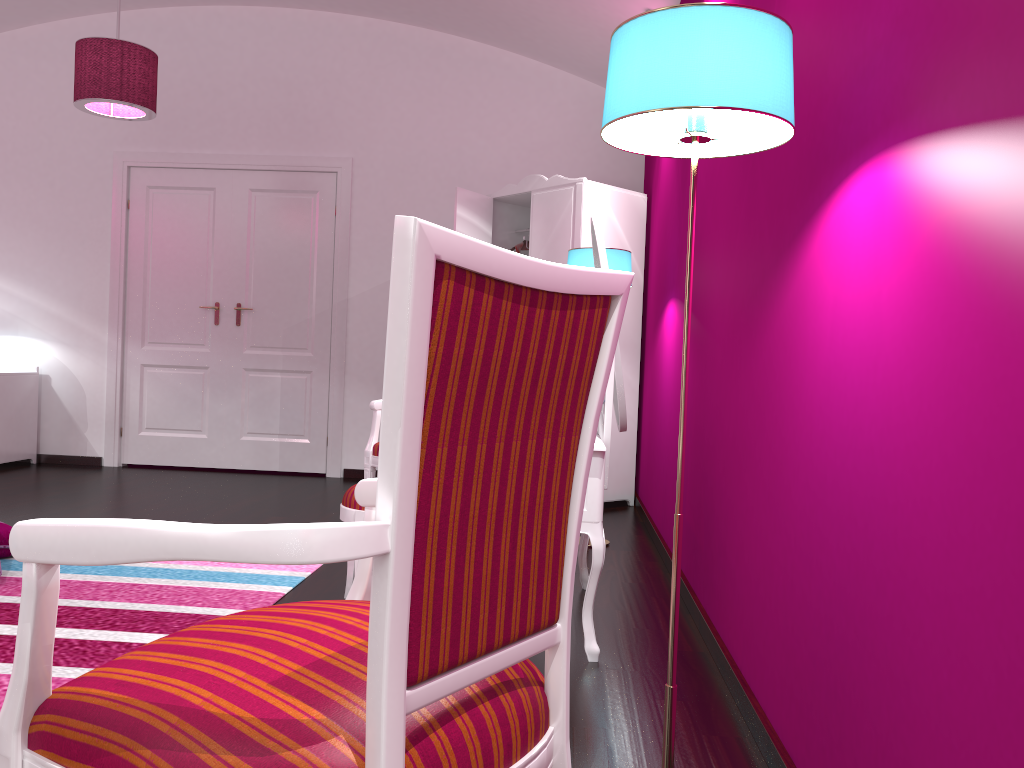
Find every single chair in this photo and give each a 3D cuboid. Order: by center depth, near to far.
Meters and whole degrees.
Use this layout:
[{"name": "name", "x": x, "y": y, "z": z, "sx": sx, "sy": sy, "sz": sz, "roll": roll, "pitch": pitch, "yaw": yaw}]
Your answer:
[{"name": "chair", "x": -0.191, "y": 0.307, "z": 0.998, "sx": 0.511, "sy": 0.901, "sz": 0.528, "roll": 3, "pitch": 1, "yaw": 33}, {"name": "chair", "x": -0.382, "y": 0.518, "z": 2.836, "sx": 0.337, "sy": 0.390, "sz": 0.337, "roll": 2, "pitch": 1, "yaw": 0}, {"name": "chair", "x": -0.289, "y": 0.247, "z": 3.855, "sx": 0.528, "sy": 0.901, "sz": 0.511, "roll": 3, "pitch": 1, "yaw": 38}]

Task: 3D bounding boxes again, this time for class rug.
[{"name": "rug", "x": -1.477, "y": 0.672, "z": 2.433, "sx": 1.400, "sy": 0.018, "sz": 2.100, "roll": 2, "pitch": 1, "yaw": 3}]

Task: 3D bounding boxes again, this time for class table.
[{"name": "table", "x": 0.013, "y": 0.436, "z": 2.792, "sx": 0.526, "sy": 0.592, "sz": 0.856, "roll": 2, "pitch": 1, "yaw": 3}]

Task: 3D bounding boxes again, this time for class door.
[{"name": "door", "x": -1.907, "y": -0.431, "z": 5.939, "sx": 1.405, "sy": 2.001, "sz": 0.098, "roll": 2, "pitch": 1, "yaw": 3}]

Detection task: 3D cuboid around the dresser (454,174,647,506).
[{"name": "dresser", "x": 0.144, "y": -0.259, "z": 5.181, "sx": 0.875, "sy": 1.893, "sz": 0.842, "roll": 1, "pitch": 2, "yaw": -42}]

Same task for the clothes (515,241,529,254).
[{"name": "clothes", "x": 0.051, "y": -0.273, "z": 5.498, "sx": 0.315, "sy": 1.237, "sz": 0.173, "roll": 1, "pitch": 1, "yaw": -39}]

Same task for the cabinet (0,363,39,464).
[{"name": "cabinet", "x": -3.780, "y": 0.151, "z": 5.759, "sx": 1.142, "sy": 0.734, "sz": 0.506, "roll": 2, "pitch": 1, "yaw": 3}]

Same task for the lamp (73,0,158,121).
[{"name": "lamp", "x": -2.014, "y": -1.909, "z": 3.414, "sx": 0.377, "sy": 1.129, "sz": 2.377, "roll": 2, "pitch": 1, "yaw": 3}]

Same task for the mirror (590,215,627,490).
[{"name": "mirror", "x": 0.297, "y": -0.107, "z": 2.765, "sx": 0.138, "sy": 0.829, "sz": 0.544, "roll": 2, "pitch": 1, "yaw": 3}]

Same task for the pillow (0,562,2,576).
[{"name": "pillow", "x": -1.923, "y": 0.527, "z": 2.934, "sx": 0.425, "sy": 0.224, "sz": 0.391, "roll": 2, "pitch": 1, "yaw": -28}]

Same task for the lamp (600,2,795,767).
[{"name": "lamp", "x": 0.273, "y": 0.091, "z": 1.421, "sx": 0.303, "sy": 1.352, "sz": 0.303, "roll": 3, "pitch": 1, "yaw": 13}]

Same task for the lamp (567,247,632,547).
[{"name": "lamp", "x": 0.369, "y": 0.044, "z": 4.001, "sx": 0.303, "sy": 1.352, "sz": 0.303, "roll": 1, "pitch": 2, "yaw": -42}]

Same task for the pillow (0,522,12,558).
[{"name": "pillow", "x": -2.042, "y": 0.560, "z": 3.214, "sx": 0.429, "sy": 0.142, "sz": 0.400, "roll": 3, "pitch": 1, "yaw": 28}]
